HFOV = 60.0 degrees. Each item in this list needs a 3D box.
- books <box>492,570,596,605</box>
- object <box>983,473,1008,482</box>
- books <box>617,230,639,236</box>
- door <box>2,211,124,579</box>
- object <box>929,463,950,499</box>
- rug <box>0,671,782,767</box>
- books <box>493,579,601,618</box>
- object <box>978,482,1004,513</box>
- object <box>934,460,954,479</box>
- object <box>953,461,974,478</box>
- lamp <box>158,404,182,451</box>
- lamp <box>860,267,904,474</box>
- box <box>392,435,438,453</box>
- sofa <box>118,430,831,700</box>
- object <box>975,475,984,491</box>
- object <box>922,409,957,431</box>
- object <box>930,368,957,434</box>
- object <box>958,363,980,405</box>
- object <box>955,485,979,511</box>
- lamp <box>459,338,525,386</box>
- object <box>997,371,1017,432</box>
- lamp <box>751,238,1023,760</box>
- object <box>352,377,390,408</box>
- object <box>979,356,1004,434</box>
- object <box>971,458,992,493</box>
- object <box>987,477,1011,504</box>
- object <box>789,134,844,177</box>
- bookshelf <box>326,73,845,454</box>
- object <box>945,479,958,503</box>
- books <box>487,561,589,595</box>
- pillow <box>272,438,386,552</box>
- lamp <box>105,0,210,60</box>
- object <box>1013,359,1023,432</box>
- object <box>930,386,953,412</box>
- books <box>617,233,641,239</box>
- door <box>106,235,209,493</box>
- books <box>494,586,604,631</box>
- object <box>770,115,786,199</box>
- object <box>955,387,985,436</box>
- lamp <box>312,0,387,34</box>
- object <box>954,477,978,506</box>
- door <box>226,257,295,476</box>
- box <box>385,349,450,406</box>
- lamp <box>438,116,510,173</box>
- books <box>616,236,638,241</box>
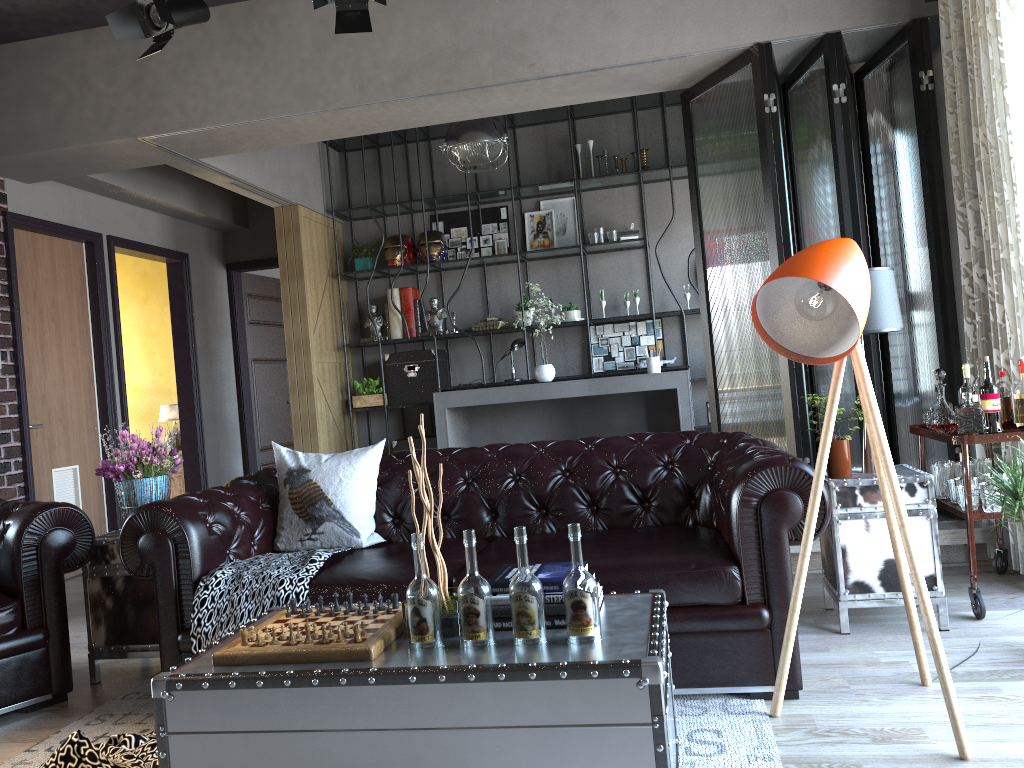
[{"bbox_3d":[0.075,0.562,2.448,0.282,0.026,0.266,-5,0,13],"label":"books"},{"bbox_3d":[2.112,0.452,3.865,0.095,0.119,0.096,-5,-1,28],"label":"object"},{"bbox_3d":[1.009,-1.328,7.878,0.225,0.029,0.179,-5,0,2],"label":"books"},{"bbox_3d":[-3.250,0.119,6.365,0.219,2.540,1.003,-5,-1,10],"label":"door"},{"bbox_3d":[1.976,0.446,4.080,0.087,0.155,0.087,-5,-1,23],"label":"object"},{"bbox_3d":[-0.419,1.139,2.960,2.474,0.003,2.254,-5,0,10],"label":"rug"},{"bbox_3d":[0.075,0.589,2.436,0.315,0.026,0.270,-5,0,11],"label":"books"},{"bbox_3d":[1.969,0.464,3.633,0.095,0.119,0.096,-5,-1,28],"label":"object"},{"bbox_3d":[2.035,0.441,4.161,0.087,0.155,0.087,-5,-1,23],"label":"object"},{"bbox_3d":[2.080,0.437,4.074,0.087,0.155,0.087,-5,-1,23],"label":"object"},{"bbox_3d":[-3.146,0.713,8.375,0.291,1.045,0.441,-5,-1,-16],"label":"lamp"},{"bbox_3d":[1.462,-0.048,3.678,0.333,0.832,0.333,-5,-1,13],"label":"lamp"},{"bbox_3d":[-0.790,0.717,8.114,0.488,0.481,0.374,-5,-1,10],"label":"box"},{"bbox_3d":[-0.104,0.694,3.622,2.565,0.838,1.239,-5,0,10],"label":"sofa"},{"bbox_3d":[2.132,0.460,3.971,0.092,0.099,0.092,-5,-1,-42],"label":"object"},{"bbox_3d":[2.000,0.167,4.038,0.152,0.092,0.245,-5,0,-39],"label":"object"},{"bbox_3d":[1.902,0.076,3.922,0.114,0.292,0.114,-6,-1,38],"label":"object"},{"bbox_3d":[1.970,0.064,3.824,0.081,0.307,0.081,-4,-1,-40],"label":"object"},{"bbox_3d":[1.921,0.479,3.731,0.092,0.099,0.092,-5,-1,-42],"label":"object"},{"bbox_3d":[-0.165,-0.196,8.024,0.739,0.371,0.205,-5,-1,35],"label":"lamp"},{"bbox_3d":[2.131,0.074,3.834,0.067,0.258,0.099,-5,-1,15],"label":"object"},{"bbox_3d":[2.295,0.172,3.603,3.834,1.457,0.582,-5,-1,-37],"label":"lamp"},{"bbox_3d":[-1.287,0.070,8.045,0.304,0.265,0.180,-5,-1,10],"label":"object"},{"bbox_3d":[2.021,0.046,3.752,0.080,0.329,0.080,-5,-1,1],"label":"object"},{"bbox_3d":[2.193,0.427,4.129,0.087,0.155,0.087,-5,-1,23],"label":"object"},{"bbox_3d":[2.069,0.456,3.752,0.095,0.119,0.096,-5,-1,28],"label":"object"},{"bbox_3d":[2.522,-1.869,7.302,0.444,0.634,0.401,-5,-1,29],"label":"object"},{"bbox_3d":[0.687,-0.795,7.852,4.482,3.283,0.526,-5,-1,10],"label":"bookshelf"},{"bbox_3d":[1.976,0.474,3.928,0.092,0.099,0.092,-5,-1,-42],"label":"object"},{"bbox_3d":[0.072,0.535,2.449,0.251,0.030,0.236,-5,0,12],"label":"books"},{"bbox_3d":[-0.792,0.462,3.816,0.528,0.469,0.283,-5,-1,13],"label":"pillow"},{"bbox_3d":[-1.829,-1.949,4.666,0.359,0.512,0.559,-5,-1,30],"label":"lamp"},{"bbox_3d":[2.109,0.050,3.644,0.081,0.309,0.081,-5,-1,2],"label":"object"},{"bbox_3d":[2.030,0.107,4.193,0.087,0.206,0.087,-6,-1,35],"label":"object"},{"bbox_3d":[1.021,-1.302,7.882,0.243,0.024,0.175,-5,0,6],"label":"books"},{"bbox_3d":[-3.471,0.137,7.595,1.098,2.544,1.150,-5,-1,10],"label":"door"},{"bbox_3d":[0.080,0.619,2.448,0.324,0.035,0.306,-5,0,10],"label":"books"},{"bbox_3d":[1.998,-1.775,7.400,0.719,1.026,0.650,-5,-1,29],"label":"object"},{"bbox_3d":[1.868,0.118,3.625,0.100,0.211,0.101,-5,-1,25],"label":"object"},{"bbox_3d":[-0.822,-2.033,4.484,0.359,0.525,0.540,-5,0,-5],"label":"lamp"},{"bbox_3d":[1.961,0.465,3.821,0.095,0.119,0.096,-5,-1,28],"label":"object"},{"bbox_3d":[-2.086,0.013,9.246,1.149,2.544,1.128,-5,-1,10],"label":"door"},{"bbox_3d":[-0.860,-0.065,8.126,0.488,0.481,0.374,-5,-1,10],"label":"box"},{"bbox_3d":[-0.324,-2.168,6.602,0.534,1.149,0.515,-5,-1,-12],"label":"lamp"},{"bbox_3d":[1.010,-1.278,7.882,0.166,0.024,0.227,-5,0,-11],"label":"books"}]
